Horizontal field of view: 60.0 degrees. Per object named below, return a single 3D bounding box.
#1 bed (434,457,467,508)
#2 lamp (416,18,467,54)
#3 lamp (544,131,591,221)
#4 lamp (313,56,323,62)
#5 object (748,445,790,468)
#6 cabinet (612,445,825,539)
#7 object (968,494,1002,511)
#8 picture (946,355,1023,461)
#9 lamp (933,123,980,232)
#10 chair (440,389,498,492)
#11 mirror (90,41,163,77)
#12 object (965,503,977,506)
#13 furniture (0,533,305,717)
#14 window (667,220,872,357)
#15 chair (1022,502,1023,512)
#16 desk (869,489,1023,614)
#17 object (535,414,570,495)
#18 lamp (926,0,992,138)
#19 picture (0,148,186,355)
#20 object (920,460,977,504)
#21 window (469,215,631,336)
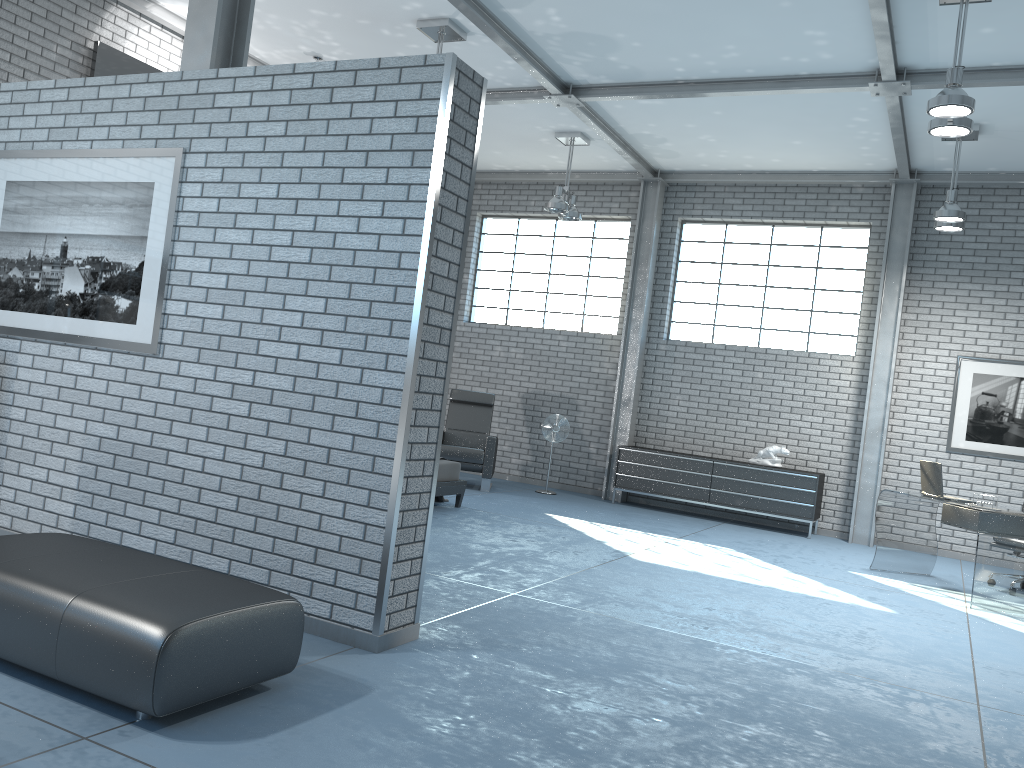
[{"bbox_3d":[-1.801,0.667,8.073,2.261,0.674,2.290,7,-1,26],"label":"bed"},{"bbox_3d":[-0.618,-2.458,7.175,0.300,0.872,0.639,7,-1,26],"label":"lamp"},{"bbox_3d":[0.612,-2.277,9.684,0.300,0.872,0.639,7,-1,26],"label":"lamp"},{"bbox_3d":[-1.849,-2.874,8.274,0.167,0.332,0.137,7,-1,16],"label":"lamp"},{"bbox_3d":[2.849,0.792,9.827,0.151,0.244,0.496,8,-1,-39],"label":"object"},{"bbox_3d":[2.307,1.192,10.066,2.250,0.682,0.510,7,-1,26],"label":"cabinet"},{"bbox_3d":[3.527,0.879,6.608,0.100,0.102,0.200,8,-1,-39],"label":"object"},{"bbox_3d":[5.279,0.282,8.985,1.490,1.015,0.020,7,-1,26],"label":"picture"},{"bbox_3d":[3.992,-1.867,7.997,0.300,0.872,0.639,7,-1,26],"label":"lamp"},{"bbox_3d":[-0.542,0.624,10.335,0.763,1.099,0.940,7,-1,1],"label":"chair"},{"bbox_3d":[-2.782,-0.887,8.568,0.050,3.500,3.400,7,-1,26],"label":"mirror"},{"bbox_3d":[3.543,0.930,6.848,0.107,0.010,0.044,8,-1,-31],"label":"object"},{"bbox_3d":[-1.451,0.786,3.152,1.291,0.301,0.685,7,-1,26],"label":"furniture"},{"bbox_3d":[2.991,-1.146,10.444,2.200,1.500,0.100,7,-1,26],"label":"window"},{"bbox_3d":[4.399,1.280,7.457,0.629,0.977,0.614,8,-1,-34],"label":"chair"},{"bbox_3d":[3.549,1.300,7.122,0.593,0.718,1.358,7,-1,-9],"label":"desk"},{"bbox_3d":[0.464,0.827,10.572,0.342,0.954,0.258,7,-1,-8],"label":"object"},{"bbox_3d":[2.762,-2.048,5.488,0.300,0.872,0.639,7,-1,26],"label":"lamp"},{"bbox_3d":[-2.316,-0.723,4.635,1.490,1.015,0.020,7,-1,26],"label":"picture"},{"bbox_3d":[3.541,0.793,7.211,0.320,0.288,0.380,7,-1,1],"label":"object"},{"bbox_3d":[0.501,-1.448,11.687,2.200,1.500,0.100,7,-1,26],"label":"window"}]
